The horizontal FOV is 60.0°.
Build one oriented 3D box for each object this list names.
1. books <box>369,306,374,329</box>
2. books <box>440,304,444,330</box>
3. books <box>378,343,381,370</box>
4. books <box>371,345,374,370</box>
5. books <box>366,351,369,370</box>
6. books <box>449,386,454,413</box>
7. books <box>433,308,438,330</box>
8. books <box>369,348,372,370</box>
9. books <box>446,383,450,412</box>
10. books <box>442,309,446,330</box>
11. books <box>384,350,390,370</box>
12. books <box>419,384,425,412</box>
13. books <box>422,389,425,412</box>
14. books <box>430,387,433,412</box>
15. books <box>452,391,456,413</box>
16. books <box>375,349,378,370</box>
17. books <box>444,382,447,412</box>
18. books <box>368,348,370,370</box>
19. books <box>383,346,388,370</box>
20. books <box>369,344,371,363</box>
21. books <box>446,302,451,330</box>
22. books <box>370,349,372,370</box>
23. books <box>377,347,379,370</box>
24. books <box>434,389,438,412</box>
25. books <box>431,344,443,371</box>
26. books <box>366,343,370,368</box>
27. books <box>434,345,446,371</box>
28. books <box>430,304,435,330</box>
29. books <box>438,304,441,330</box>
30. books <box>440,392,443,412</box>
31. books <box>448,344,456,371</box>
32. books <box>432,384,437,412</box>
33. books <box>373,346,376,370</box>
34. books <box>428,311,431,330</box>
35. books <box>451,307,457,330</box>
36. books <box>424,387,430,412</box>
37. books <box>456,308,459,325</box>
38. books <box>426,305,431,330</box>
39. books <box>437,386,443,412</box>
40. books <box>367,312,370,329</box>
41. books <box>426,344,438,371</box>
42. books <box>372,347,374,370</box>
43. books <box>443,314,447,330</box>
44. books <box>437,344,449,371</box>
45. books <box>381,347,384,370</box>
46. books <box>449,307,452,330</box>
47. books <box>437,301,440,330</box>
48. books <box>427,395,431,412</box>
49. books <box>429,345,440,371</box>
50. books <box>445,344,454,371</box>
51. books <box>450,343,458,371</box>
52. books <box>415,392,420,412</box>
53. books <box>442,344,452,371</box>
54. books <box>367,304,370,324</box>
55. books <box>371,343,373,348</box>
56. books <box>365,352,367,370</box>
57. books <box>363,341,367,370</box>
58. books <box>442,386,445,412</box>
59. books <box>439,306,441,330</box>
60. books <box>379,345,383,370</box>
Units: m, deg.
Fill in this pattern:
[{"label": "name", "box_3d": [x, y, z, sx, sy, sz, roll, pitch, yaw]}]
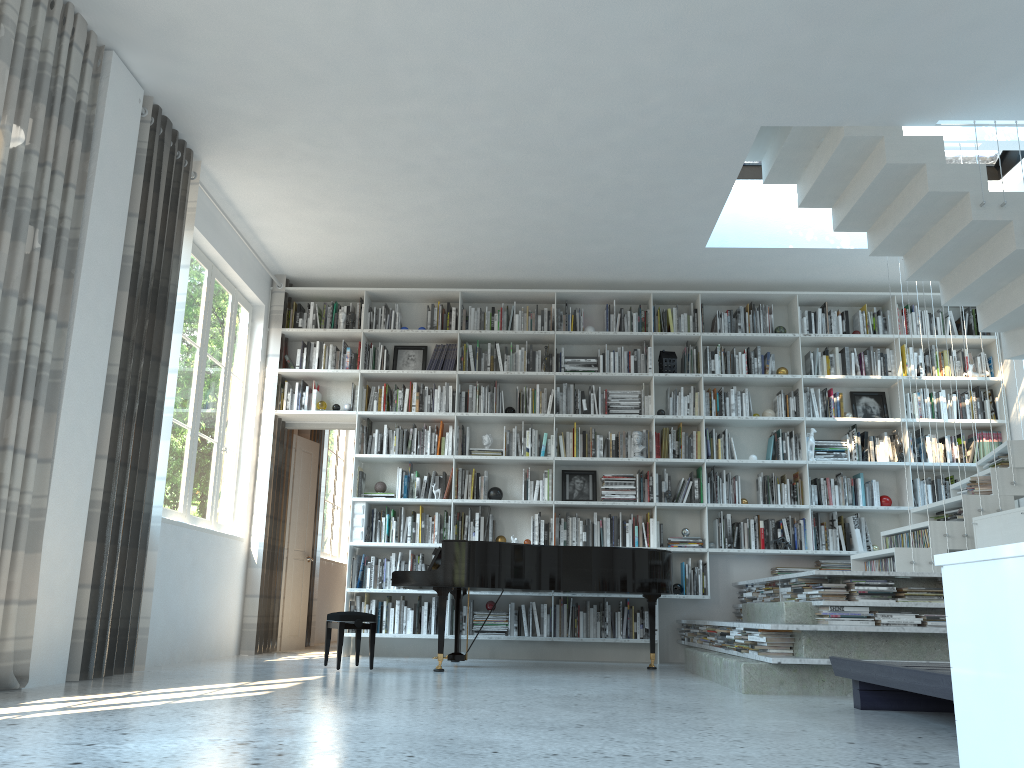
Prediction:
[{"label": "books", "box_3d": [-1.262, -0.549, 7.969, 0.007, 0.258, 0.157, 1, -14, 2]}, {"label": "books", "box_3d": [-0.622, -0.552, 7.937, 0.011, 0.273, 0.184, 1, -14, 2]}, {"label": "books", "box_3d": [-1.164, -0.206, 7.867, 0.005, 0.280, 0.191, 1, -14, 2]}, {"label": "books", "box_3d": [-1.226, -0.197, 7.865, 0.009, 0.259, 0.184, 1, -14, 2]}, {"label": "books", "box_3d": [-1.267, -0.168, 7.869, 0.015, 0.206, 0.173, 1, -14, 2]}, {"label": "books", "box_3d": [-0.529, 0.165, 7.755, 0.035, 0.263, 0.178, 1, -14, 2]}, {"label": "books", "box_3d": [-0.679, -0.540, 7.936, 0.028, 0.248, 0.156, 1, -14, 2]}, {"label": "books", "box_3d": [-1.240, -0.183, 7.858, 0.009, 0.228, 0.185, 1, -14, 2]}, {"label": "books", "box_3d": [-0.557, 0.153, 7.762, 0.022, 0.288, 0.170, 1, -14, 2]}, {"label": "books", "box_3d": [-0.610, -0.534, 7.963, 0.013, 0.254, 0.129, 1, -14, 2]}, {"label": "books", "box_3d": [-1.110, -0.175, 7.848, 0.012, 0.213, 0.186, 1, -14, 2]}, {"label": "books", "box_3d": [-0.785, 0.154, 7.779, 0.025, 0.285, 0.161, 1, -14, 2]}, {"label": "books", "box_3d": [-0.767, 0.178, 7.762, 0.013, 0.231, 0.172, 1, -14, 2]}, {"label": "books", "box_3d": [-0.699, 0.169, 7.780, 0.035, 0.260, 0.131, 1, -14, 2]}, {"label": "books", "box_3d": [-0.493, 0.189, 7.722, 0.039, 0.202, 0.236, 1, -14, 2]}, {"label": "books", "box_3d": [-1.188, -0.178, 7.852, 0.018, 0.218, 0.187, 1, -14, 2]}, {"label": "books", "box_3d": [-0.574, 0.149, 7.751, 0.012, 0.290, 0.182, 1, -14, 2]}, {"label": "books", "box_3d": [-1.257, -0.184, 7.873, 0.005, 0.237, 0.154, 1, -14, 2]}, {"label": "books", "box_3d": [-1.122, -0.193, 7.861, 0.012, 0.254, 0.167, 1, -14, 2]}, {"label": "books", "box_3d": [-1.251, -0.203, 7.877, 0.005, 0.276, 0.147, 1, -14, 2]}, {"label": "books", "box_3d": [-0.565, -0.563, 7.932, 0.025, 0.296, 0.164, 1, -14, 2]}, {"label": "books", "box_3d": [-1.234, -0.178, 7.846, 0.004, 0.213, 0.187, 1, -14, 2]}, {"label": "books", "box_3d": [-1.176, -0.188, 7.865, 0.019, 0.243, 0.154, 1, -14, 2]}, {"label": "books", "box_3d": [-0.656, 0.179, 7.753, 0.030, 0.230, 0.172, 1, -14, 2]}, {"label": "books", "box_3d": [-0.659, -0.196, 7.852, 0.110, 0.279, 0.174, 1, -14, 2]}, {"label": "books", "box_3d": [-1.278, -0.209, 7.876, 0.006, 0.286, 0.148, 1, -14, 2]}, {"label": "books", "box_3d": [-0.636, -0.191, 7.869, 0.110, 0.279, 0.174, 1, -14, 2]}, {"label": "books", "box_3d": [-0.704, -0.555, 7.941, 0.024, 0.279, 0.188, 1, -14, 2]}, {"label": "books", "box_3d": [-0.643, -0.553, 7.950, 0.013, 0.282, 0.167, 1, -14, 2]}, {"label": "books", "box_3d": [-0.611, 0.194, 7.761, 0.013, 0.205, 0.173, 1, -14, 2]}, {"label": "books", "box_3d": [-0.528, -0.196, 7.866, 0.078, 0.285, 0.174, 1, -14, 2]}, {"label": "books", "box_3d": [-0.676, 0.155, 7.764, 0.012, 0.280, 0.188, 1, -14, 2]}, {"label": "books", "box_3d": [-1.210, -0.193, 7.851, 0.004, 0.245, 0.189, 1, -14, 2]}, {"label": "books", "box_3d": [-0.731, -0.524, 7.939, 0.028, 0.217, 0.153, 1, -14, 2]}, {"label": "books", "box_3d": [-0.515, -0.539, 7.935, 0.031, 0.253, 0.178, 1, -14, 2]}, {"label": "books", "box_3d": [-0.746, 0.168, 7.778, 0.029, 0.260, 0.158, 1, -14, 2]}, {"label": "books", "box_3d": [-0.479, -0.534, 7.948, 0.039, 0.251, 0.147, 1, -14, 2]}, {"label": "books", "box_3d": [-0.750, -0.550, 7.959, 0.013, 0.277, 0.151, 1, -14, 2]}, {"label": "books", "box_3d": [-0.629, 0.163, 7.756, 0.022, 0.262, 0.175, 1, -14, 2]}, {"label": "books", "box_3d": [-1.275, -0.524, 7.957, 0.017, 0.203, 0.143, 1, -14, 2]}, {"label": "books", "box_3d": [-0.705, -0.195, 7.862, 0.110, 0.279, 0.174, 1, -14, 2]}, {"label": "books", "box_3d": [-1.217, -0.189, 7.872, 0.010, 0.248, 0.166, 1, -14, 2]}, {"label": "books", "box_3d": [-0.591, -0.509, 7.930, 0.027, 0.190, 0.178, 1, -14, 2]}, {"label": "books", "box_3d": [-0.607, -0.199, 7.849, 0.097, 0.282, 0.174, 1, -14, 2]}, {"label": "books", "box_3d": [-1.133, -0.191, 7.862, 0.011, 0.249, 0.168, 1, -14, 2]}, {"label": "books", "box_3d": [-0.541, -0.539, 7.950, 0.022, 0.260, 0.152, 1, -14, 2]}, {"label": "books", "box_3d": [-0.656, -0.568, 7.969, 0.014, 0.320, 0.137, 1, -14, 2]}, {"label": "books", "box_3d": [-0.721, 0.204, 7.767, 0.022, 0.185, 0.137, 1, -14, 2]}, {"label": "books", "box_3d": [-0.682, -0.192, 7.870, 0.110, 0.279, 0.174, 1, -14, 2]}, {"label": "books", "box_3d": [-0.550, -0.195, 7.872, 0.078, 0.285, 0.174, 1, -14, 2]}, {"label": "books", "box_3d": [-0.505, -0.199, 7.852, 0.078, 0.285, 0.174, 1, -14, 2]}, {"label": "books", "box_3d": [-0.814, 0.191, 7.743, 0.029, 0.195, 0.192, 1, -14, 2]}, {"label": "books", "box_3d": [-0.573, -0.196, 7.868, 0.078, 0.285, 0.174, 1, -14, 2]}, {"label": "books", "box_3d": [-1.286, -0.561, 7.975, 0.007, 0.284, 0.160, 1, -14, 2]}, {"label": "books", "box_3d": [-1.246, -0.208, 7.881, 0.006, 0.288, 0.144, 1, -14, 2]}, {"label": "books", "box_3d": [-1.285, -0.177, 7.892, 0.006, 0.232, 0.136, 1, -14, 2]}, {"label": "books", "box_3d": [-1.292, -0.215, 7.867, 0.005, 0.292, 0.184, 1, -14, 2]}, {"label": "books", "box_3d": [-0.592, 0.168, 7.776, 0.024, 0.265, 0.155, 1, -14, 2]}, {"label": "books", "box_3d": [-0.633, -0.547, 7.935, 0.010, 0.263, 0.157, 1, -14, 2]}, {"label": "books", "box_3d": [-1.150, -0.197, 7.855, 0.023, 0.257, 0.184, 1, -14, 2]}]
